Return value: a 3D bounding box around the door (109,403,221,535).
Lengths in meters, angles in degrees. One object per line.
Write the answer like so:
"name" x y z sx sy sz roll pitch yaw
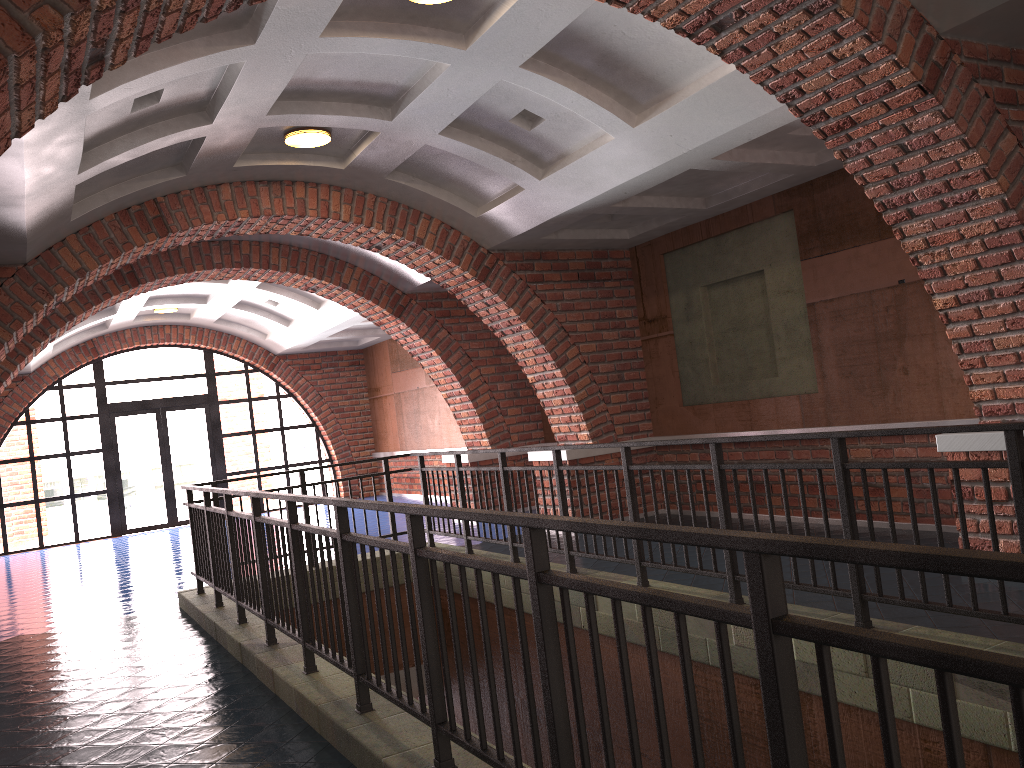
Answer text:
"door" -6.412 1.544 16.471 1.754 2.236 0.040 -6 -2 -29

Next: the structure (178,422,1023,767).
"structure" 0.899 3.144 3.669 2.464 5.665 11.175 -6 -2 -29

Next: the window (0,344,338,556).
"window" -6.434 0.975 16.510 6.353 3.471 0.100 -6 -2 -29
